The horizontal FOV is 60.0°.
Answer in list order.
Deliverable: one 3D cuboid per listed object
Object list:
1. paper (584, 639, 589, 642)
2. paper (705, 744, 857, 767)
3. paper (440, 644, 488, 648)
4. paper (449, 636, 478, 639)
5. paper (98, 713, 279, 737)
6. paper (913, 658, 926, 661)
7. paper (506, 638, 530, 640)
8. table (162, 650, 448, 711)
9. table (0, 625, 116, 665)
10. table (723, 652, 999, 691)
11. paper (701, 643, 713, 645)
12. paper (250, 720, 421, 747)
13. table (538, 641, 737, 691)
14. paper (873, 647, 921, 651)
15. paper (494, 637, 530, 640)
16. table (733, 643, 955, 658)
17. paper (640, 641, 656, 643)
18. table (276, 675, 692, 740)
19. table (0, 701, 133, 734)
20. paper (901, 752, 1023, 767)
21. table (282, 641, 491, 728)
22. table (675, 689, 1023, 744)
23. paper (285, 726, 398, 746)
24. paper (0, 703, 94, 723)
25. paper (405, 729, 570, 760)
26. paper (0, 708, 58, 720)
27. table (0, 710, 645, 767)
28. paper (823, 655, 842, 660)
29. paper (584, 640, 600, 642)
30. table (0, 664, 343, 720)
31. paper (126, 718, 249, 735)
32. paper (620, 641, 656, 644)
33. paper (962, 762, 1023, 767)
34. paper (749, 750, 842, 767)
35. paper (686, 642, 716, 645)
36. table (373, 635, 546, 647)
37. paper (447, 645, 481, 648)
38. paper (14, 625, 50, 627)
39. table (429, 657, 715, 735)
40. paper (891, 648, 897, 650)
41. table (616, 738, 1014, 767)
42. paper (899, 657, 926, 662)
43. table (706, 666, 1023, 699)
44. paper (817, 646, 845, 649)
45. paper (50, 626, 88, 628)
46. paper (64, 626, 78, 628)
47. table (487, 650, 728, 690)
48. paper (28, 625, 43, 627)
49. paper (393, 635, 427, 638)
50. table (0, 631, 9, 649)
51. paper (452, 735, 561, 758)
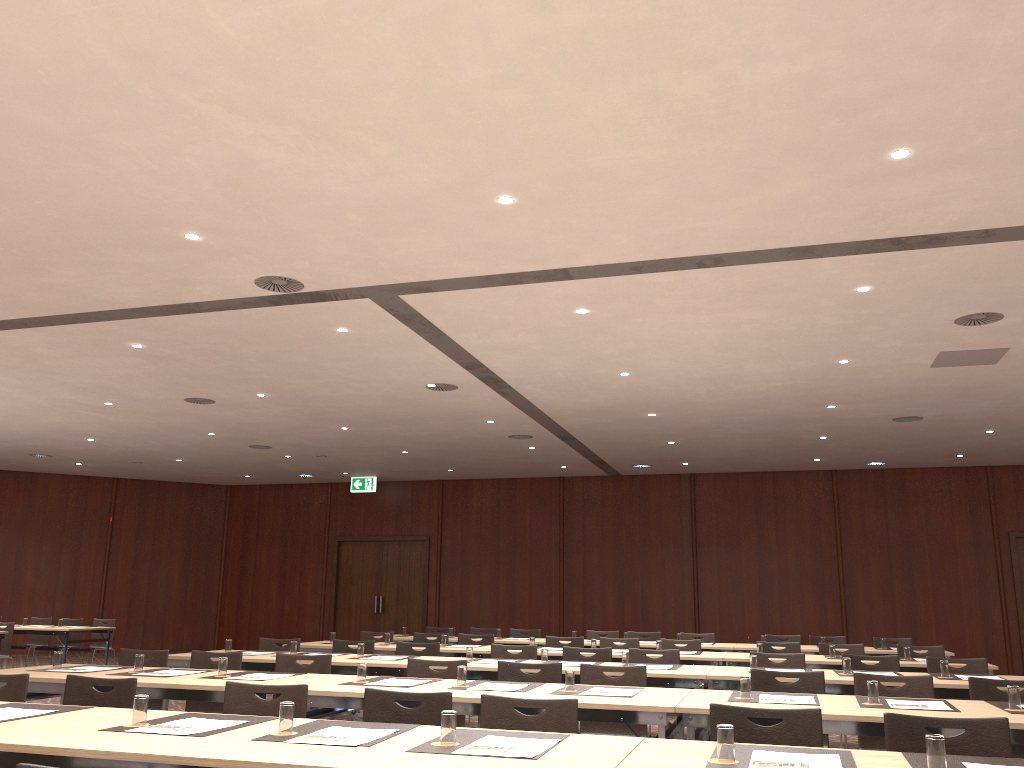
[{"bbox_3d":[0.946,3.200,11.054,0.460,0.003,0.566,-3,-14,15],"label":"paper"},{"bbox_3d":[0.899,1.252,2.952,0.460,0.003,0.566,-3,-14,17],"label":"paper"},{"bbox_3d":[-0.563,2.796,9.455,0.460,0.003,0.566,-3,-14,16],"label":"paper"},{"bbox_3d":[-0.611,3.284,11.488,0.460,0.003,0.566,-4,-14,18],"label":"paper"},{"bbox_3d":[-1.288,1.379,3.600,0.460,0.003,0.566,-3,-14,15],"label":"paper"},{"bbox_3d":[3.849,2.529,8.122,0.283,0.006,0.399,-3,-14,17],"label":"paper"},{"bbox_3d":[0.059,3.230,11.244,0.283,0.006,0.399,-3,-14,16],"label":"paper"},{"bbox_3d":[-1.772,2.749,7.542,2.267,0.831,0.955,-3,-14,16],"label":"table"},{"bbox_3d":[-7.208,4.032,13.172,2.267,0.831,0.955,-3,-14,16],"label":"table"},{"bbox_3d":[3.147,2.960,8.154,2.267,0.831,0.955,-3,-14,16],"label":"table"},{"bbox_3d":[2.256,3.111,10.628,0.283,0.006,0.399,-3,-14,17],"label":"paper"},{"bbox_3d":[-0.661,1.347,3.432,0.460,0.003,0.566,-2,-14,13],"label":"paper"},{"bbox_3d":[1.531,3.540,10.651,2.267,0.831,0.955,-3,-14,16],"label":"table"},{"bbox_3d":[4.365,3.008,10.072,0.460,0.003,0.566,-4,-14,17],"label":"paper"},{"bbox_3d":[0.023,3.254,11.326,0.460,0.003,0.566,-3,-14,14],"label":"paper"},{"bbox_3d":[3.710,3.417,10.023,2.267,0.831,0.955,-3,-14,16],"label":"table"},{"bbox_3d":[1.630,3.140,10.784,0.283,0.006,0.399,-3,-14,13],"label":"paper"},{"bbox_3d":[-0.156,2.170,5.045,2.267,0.831,0.955,-3,-14,16],"label":"table"},{"bbox_3d":[-2.897,1.836,3.804,2.267,0.831,0.955,-3,-14,16],"label":"table"},{"bbox_3d":[1.513,1.225,2.805,0.460,0.003,0.566,-3,-14,17],"label":"paper"},{"bbox_3d":[-1.209,3.206,9.411,2.267,0.831,0.955,-3,-14,16],"label":"table"},{"bbox_3d":[2.022,2.047,4.416,2.267,0.831,0.955,-3,-14,16],"label":"table"},{"bbox_3d":[-0.630,1.318,3.325,0.283,0.006,0.399,-3,-14,15],"label":"paper"},{"bbox_3d":[-2.213,1.431,3.865,0.460,0.003,0.566,-3,-14,15],"label":"paper"},{"bbox_3d":[-0.069,1.306,3.229,0.460,0.003,0.566,-3,-14,14],"label":"paper"},{"bbox_3d":[-2.188,1.404,3.766,0.283,0.006,0.399,-3,-14,16],"label":"paper"},{"bbox_3d":[-0.718,1.714,3.176,2.267,0.831,0.955,-3,-14,16],"label":"table"},{"bbox_3d":[3.200,2.583,8.364,0.460,0.003,0.566,-3,-14,15],"label":"paper"},{"bbox_3d":[0.973,3.182,10.996,0.283,0.006,0.399,-3,-14,17],"label":"paper"},{"bbox_3d":[-2.334,2.293,5.673,2.267,0.831,0.955,-3,-14,16],"label":"table"},{"bbox_3d":[-1.279,1.356,3.517,0.283,0.006,0.399,-4,-14,19],"label":"paper"},{"bbox_3d":[1.594,3.166,10.879,0.460,0.003,0.566,-3,-14,15],"label":"paper"},{"bbox_3d":[1.560,1.197,2.702,0.283,0.006,0.399,-4,-14,17],"label":"paper"},{"bbox_3d":[0.925,1.234,2.891,0.283,0.006,0.399,-3,-14,17],"label":"paper"},{"bbox_3d":[2.211,3.132,10.704,0.460,0.003,0.566,-3,-14,16],"label":"paper"},{"bbox_3d":[-0.647,3.662,11.280,2.267,0.831,0.955,-3,-14,16],"label":"table"},{"bbox_3d":[-0.515,2.776,9.387,0.283,0.006,0.399,-3,-14,14],"label":"paper"},{"bbox_3d":[-7.176,3.657,13.395,0.460,0.003,0.566,-3,-14,16],"label":"paper"},{"bbox_3d":[0.406,2.627,6.913,2.267,0.831,0.955,-3,-14,16],"label":"table"},{"bbox_3d":[4.435,2.990,10.009,0.283,0.006,0.399,-3,-14,17],"label":"paper"},{"bbox_3d":[1.460,1.591,2.547,2.267,0.831,0.955,-3,-14,16],"label":"table"},{"bbox_3d":[3.806,2.554,8.210,0.460,0.003,0.566,-3,-14,15],"label":"paper"},{"bbox_3d":[2.585,2.504,6.285,2.267,0.831,0.955,-3,-14,16],"label":"table"},{"bbox_3d":[3.765,3.039,10.230,0.460,0.003,0.566,-3,-14,16],"label":"paper"},{"bbox_3d":[-6.567,3.622,13.214,0.460,0.003,0.566,-3,-14,17],"label":"paper"},{"bbox_3d":[-6.520,3.602,13.148,0.283,0.006,0.399,-4,-14,17],"label":"paper"},{"bbox_3d":[0.969,3.083,8.782,2.267,0.831,0.955,-3,-14,16],"label":"table"},{"bbox_3d":[-7.134,3.637,13.325,0.283,0.006,0.399,-2,-14,13],"label":"paper"},{"bbox_3d":[-1.238,3.325,11.691,0.460,0.003,0.566,-3,-14,17],"label":"paper"},{"bbox_3d":[-7.771,3.576,11.304,2.267,0.831,0.955,-3,-14,16],"label":"table"},{"bbox_3d":[-0.012,1.282,3.140,0.283,0.006,0.399,-3,-14,17],"label":"paper"}]
